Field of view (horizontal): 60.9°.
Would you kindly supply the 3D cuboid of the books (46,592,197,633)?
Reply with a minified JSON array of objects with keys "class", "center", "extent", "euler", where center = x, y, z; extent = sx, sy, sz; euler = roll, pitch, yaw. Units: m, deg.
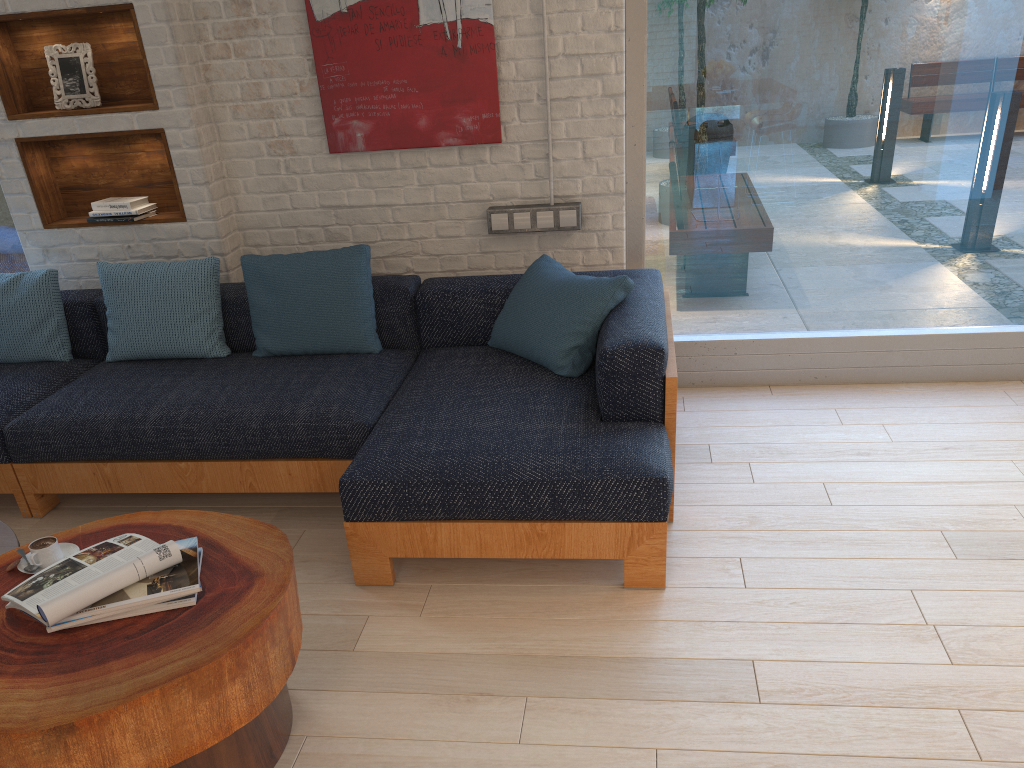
[{"class":"books","center":[-0.921,0.471,2.056],"extent":[0.314,0.012,0.238],"euler":[-13,24,-19]}]

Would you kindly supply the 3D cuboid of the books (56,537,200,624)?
[{"class":"books","center":[-0.897,0.453,2.036],"extent":[0.315,0.012,0.237],"euler":[-11,23,-15]}]

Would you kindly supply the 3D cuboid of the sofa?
[{"class":"sofa","center":[-1.410,0.205,3.181],"extent":[3.951,0.713,1.930],"euler":[-1,23,8]}]

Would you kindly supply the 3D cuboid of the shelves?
[{"class":"shelves","center":[-1.789,-1.307,3.631],"extent":[0.770,1.529,0.177],"euler":[0,28,8]}]

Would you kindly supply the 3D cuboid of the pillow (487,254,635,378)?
[{"class":"pillow","center":[0.183,-0.270,3.346],"extent":[0.368,0.352,0.537],"euler":[-19,28,-28]}]

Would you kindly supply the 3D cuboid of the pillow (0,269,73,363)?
[{"class":"pillow","center":[-2.472,-0.280,3.819],"extent":[1.107,0.430,0.225],"euler":[-2,27,7]}]

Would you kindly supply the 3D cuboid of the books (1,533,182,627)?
[{"class":"books","center":[-0.978,0.446,2.030],"extent":[0.266,0.117,0.307],"euler":[15,30,38]}]

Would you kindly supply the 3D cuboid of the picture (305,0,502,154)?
[{"class":"picture","center":[-0.444,-1.447,3.435],"extent":[0.744,1.029,0.018],"euler":[0,28,8]}]

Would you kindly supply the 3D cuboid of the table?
[{"class":"table","center":[-1.432,0.746,2.179],"extent":[1.828,0.481,1.001],"euler":[1,24,13]}]

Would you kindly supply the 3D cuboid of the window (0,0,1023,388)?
[{"class":"window","center":[2.213,-3.121,2.503],"extent":[12.339,6.892,0.598],"euler":[-1,28,8]}]

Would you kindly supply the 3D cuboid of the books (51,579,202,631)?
[{"class":"books","center":[-0.904,0.463,2.043],"extent":[0.314,0.012,0.238],"euler":[-13,24,-19]}]

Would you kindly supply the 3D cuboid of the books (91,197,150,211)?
[{"class":"books","center":[-1.736,-0.800,3.868],"extent":[0.205,0.036,0.123],"euler":[3,24,17]}]

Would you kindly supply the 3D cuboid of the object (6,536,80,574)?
[{"class":"object","center":[-1.187,0.426,2.197],"extent":[0.175,0.060,0.136],"euler":[-5,23,-1]}]

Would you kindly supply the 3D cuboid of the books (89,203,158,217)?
[{"class":"books","center":[-1.728,-0.774,3.879],"extent":[0.236,0.020,0.159],"euler":[0,23,10]}]

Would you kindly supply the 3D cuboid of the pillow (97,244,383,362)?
[{"class":"pillow","center":[-1.138,-0.327,3.602],"extent":[1.212,0.449,0.235],"euler":[-1,27,8]}]

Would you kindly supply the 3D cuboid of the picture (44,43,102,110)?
[{"class":"picture","center":[-1.836,-1.290,3.658],"extent":[0.193,0.262,0.095],"euler":[-4,28,0]}]

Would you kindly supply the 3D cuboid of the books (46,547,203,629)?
[{"class":"books","center":[-0.904,0.480,2.062],"extent":[0.317,0.012,0.236],"euler":[-9,23,-10]}]

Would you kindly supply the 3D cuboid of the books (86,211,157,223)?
[{"class":"books","center":[-1.739,-0.747,3.888],"extent":[0.251,0.018,0.151],"euler":[3,24,17]}]
